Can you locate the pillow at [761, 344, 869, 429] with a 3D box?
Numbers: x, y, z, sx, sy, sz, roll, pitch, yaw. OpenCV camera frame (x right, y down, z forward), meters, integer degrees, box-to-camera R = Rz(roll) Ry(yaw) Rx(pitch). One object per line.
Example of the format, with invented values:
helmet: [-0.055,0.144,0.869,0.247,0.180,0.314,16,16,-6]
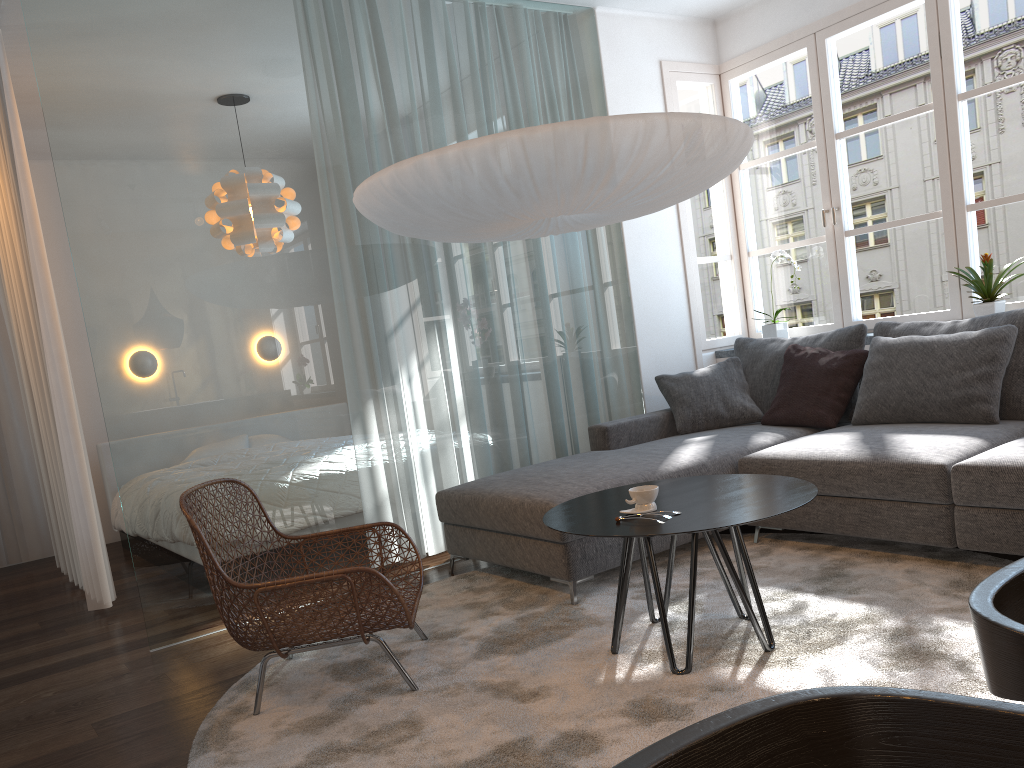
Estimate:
pillow: [1.478,0.004,4.358,0.309,0.406,0.521,-11,5,-32]

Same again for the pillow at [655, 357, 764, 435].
pillow: [1.049,0.062,4.741,0.515,0.362,0.344,-8,5,5]

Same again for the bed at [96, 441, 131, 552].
bed: [-1.460,0.613,5.820,2.151,0.768,2.443,-10,4,-34]

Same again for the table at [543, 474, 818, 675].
table: [0.549,0.603,2.807,0.841,0.476,0.847,-10,4,-32]

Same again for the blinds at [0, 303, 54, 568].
blinds: [-4.056,-0.055,5.446,1.795,2.757,0.153,-12,8,-31]

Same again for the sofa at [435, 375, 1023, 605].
sofa: [1.316,0.363,3.451,2.025,0.676,3.069,-10,3,-34]

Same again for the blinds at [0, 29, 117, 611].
blinds: [-2.638,-0.229,4.884,0.153,2.756,1.807,-12,7,-32]

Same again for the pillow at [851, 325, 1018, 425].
pillow: [1.835,-0.025,3.874,0.290,0.400,0.667,-12,5,-34]

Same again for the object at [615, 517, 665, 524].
object: [0.367,0.393,2.554,0.168,0.015,0.014,-6,5,43]

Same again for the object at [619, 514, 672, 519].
object: [0.388,0.388,2.590,0.164,0.016,0.025,-7,4,31]

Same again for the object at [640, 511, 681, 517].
object: [0.439,0.382,2.614,0.124,0.010,0.025,-7,3,22]

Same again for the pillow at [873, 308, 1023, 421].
pillow: [1.955,-0.072,3.938,0.275,0.478,0.840,-12,5,-34]

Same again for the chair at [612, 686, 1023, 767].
chair: [0.324,0.636,0.609,0.589,0.676,0.520,-12,6,-35]

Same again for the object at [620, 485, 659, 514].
object: [0.385,0.356,2.695,0.138,0.069,0.091,-10,4,-22]

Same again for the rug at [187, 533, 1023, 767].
rug: [0.431,0.851,2.889,2.845,0.012,2.811,-6,3,36]

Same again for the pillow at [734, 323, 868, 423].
pillow: [1.458,-0.031,4.652,0.273,0.481,0.836,-12,5,-34]

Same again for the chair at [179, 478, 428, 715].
chair: [-0.671,0.642,2.962,0.685,0.715,0.713,-8,5,-1]

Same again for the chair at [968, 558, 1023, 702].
chair: [0.824,0.548,0.945,0.589,0.676,0.519,-11,6,-33]

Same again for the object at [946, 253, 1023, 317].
object: [2.265,-0.457,4.163,0.377,0.331,0.319,-6,5,31]

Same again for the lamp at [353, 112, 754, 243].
lamp: [0.155,-0.697,3.303,1.470,0.211,1.460,-8,3,3]
